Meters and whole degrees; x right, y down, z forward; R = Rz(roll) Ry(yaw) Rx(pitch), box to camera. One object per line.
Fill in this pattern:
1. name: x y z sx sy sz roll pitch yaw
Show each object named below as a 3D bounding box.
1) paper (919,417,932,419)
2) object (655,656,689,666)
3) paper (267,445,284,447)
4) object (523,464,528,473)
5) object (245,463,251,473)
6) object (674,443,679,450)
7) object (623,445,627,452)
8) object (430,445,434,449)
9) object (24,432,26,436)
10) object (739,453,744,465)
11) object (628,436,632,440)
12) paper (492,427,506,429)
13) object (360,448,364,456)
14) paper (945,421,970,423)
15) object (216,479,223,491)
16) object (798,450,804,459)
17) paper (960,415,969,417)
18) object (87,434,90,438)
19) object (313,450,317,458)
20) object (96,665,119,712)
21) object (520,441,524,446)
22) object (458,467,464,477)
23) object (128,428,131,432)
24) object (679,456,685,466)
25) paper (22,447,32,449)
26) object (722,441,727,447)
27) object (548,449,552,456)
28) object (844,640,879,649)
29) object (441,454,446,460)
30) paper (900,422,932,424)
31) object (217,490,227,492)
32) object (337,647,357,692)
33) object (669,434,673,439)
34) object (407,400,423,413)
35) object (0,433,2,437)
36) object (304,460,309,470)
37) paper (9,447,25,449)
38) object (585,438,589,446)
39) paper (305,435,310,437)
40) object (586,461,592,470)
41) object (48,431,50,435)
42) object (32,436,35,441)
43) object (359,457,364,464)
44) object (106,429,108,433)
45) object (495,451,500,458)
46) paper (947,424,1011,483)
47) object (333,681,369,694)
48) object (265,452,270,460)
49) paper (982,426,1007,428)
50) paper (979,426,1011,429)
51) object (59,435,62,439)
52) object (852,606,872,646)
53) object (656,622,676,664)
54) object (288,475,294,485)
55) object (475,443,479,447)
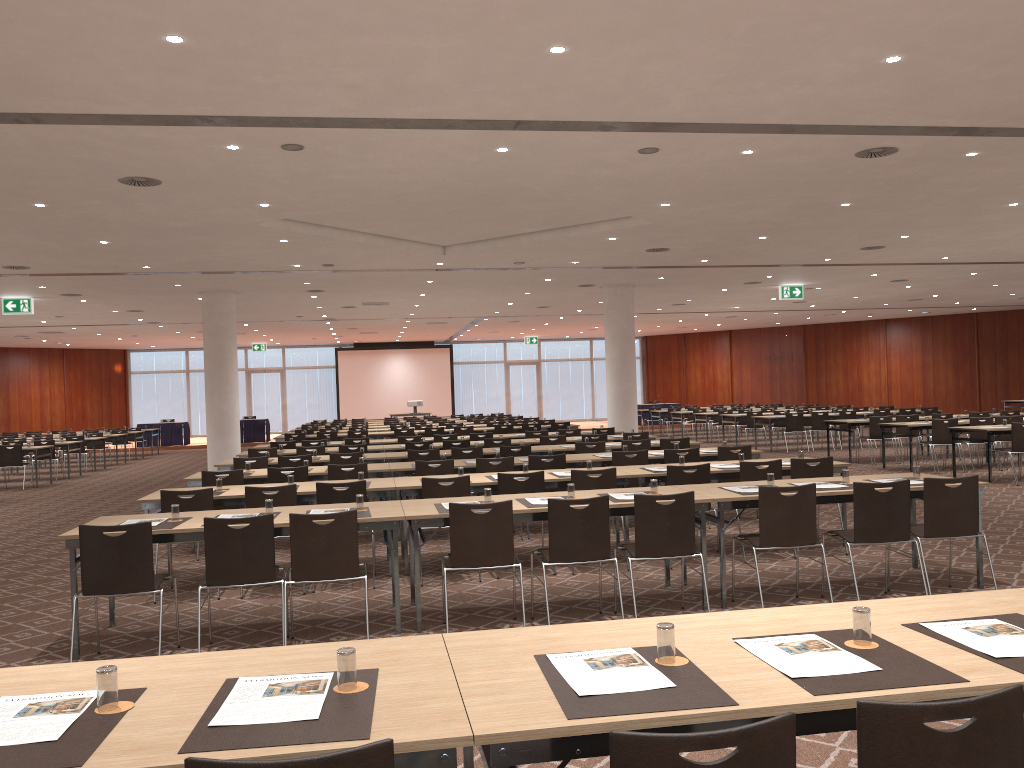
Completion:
1. paper: 8.312 0.691 18.148 0.460 0.003 0.565 -2 0 -9
2. object: 0.492 0.852 2.727 0.102 0.001 0.102 -2 -1 -43
3. paper: -4.167 1.111 16.082 0.460 0.003 0.565 -2 0 -8
4. object: 0.135 0.850 8.810 0.054 0.114 0.054 -2 0 -21
5. object: -3.070 0.973 10.312 0.054 0.114 0.054 -2 0 24
6. object: 2.065 0.800 11.141 0.054 0.114 0.054 -2 0 -43
7. object: 1.410 0.822 11.039 0.054 0.114 0.054 -2 0 2
8. object: -1.145 0.922 12.647 0.054 0.114 0.054 -2 0 -21
9. object: -14.382 1.481 26.185 0.054 0.114 0.054 -2 0 -43
10. object: 2.374 0.775 9.175 0.054 0.114 0.054 -2 0 24
11. object: 1.745 0.825 13.108 0.054 0.114 0.054 -2 0 -43
12. paper: -0.236 1.005 20.298 0.460 0.003 0.565 -2 0 -9
13. object: -2.108 0.955 12.484 0.054 0.114 0.054 -2 0 -43
14. paper: 8.014 0.687 16.059 0.460 0.003 0.565 -2 0 -8
15. object: -2.746 0.947 8.322 0.054 0.114 0.054 -2 0 -21
16. object: 3.024 0.753 9.276 0.054 0.114 0.054 -2 0 -21
17. paper: 9.311 0.658 18.298 0.460 0.003 0.565 -2 0 -12
18. object: -10.845 1.332 22.710 0.054 0.114 0.054 -2 0 -21
19. object: -2.753 0.976 12.387 0.054 0.114 0.054 -2 0 -21
20. object: -1.130 0.849 2.476 0.054 0.114 0.054 -2 0 -43
21. object: 0.140 0.879 12.846 0.054 0.114 0.054 -2 0 24
22. object: -0.500 0.871 8.687 0.054 0.114 0.054 -2 0 -21
23. object: -11.498 1.383 26.658 0.054 0.114 0.054 -2 0 -21
24. object: 1.737 0.796 9.064 0.054 0.114 0.054 -2 0 24
25. paper: -10.356 1.345 18.639 0.460 0.003 0.565 -2 0 -8
26. object: 2.697 0.778 11.253 0.054 0.114 0.054 -2 0 -43
27. object: 0.468 0.853 10.872 0.054 0.114 0.054 -2 0 24
28. object: 1.115 0.831 2.828 0.102 0.001 0.102 -2 -1 -43
29. object: -0.821 0.897 10.660 0.054 0.114 0.054 -2 0 24
30. paper: 7.363 0.709 15.946 0.460 0.003 0.565 -2 0 -11
31. object: -2.726 1.004 8.327 0.102 0.001 0.102 -2 0 -21
32. object: -0.479 0.827 2.573 0.054 0.114 0.054 -2 0 -43
33. object: 2.376 0.804 13.222 0.054 0.114 0.054 -2 0 -21
34. object: -3.627 0.858 33.188 0.576 0.472 0.614 -2 0 -9
35. object: -15.021 1.502 26.086 0.054 0.114 0.054 -2 0 -43
36. object: -2.417 0.951 10.411 0.054 0.114 0.054 -2 0 -43
37. paper: -10.428 1.344 18.684 0.283 0.006 0.398 -2 0 -12
38. object: 1.098 0.847 13.016 0.054 0.114 0.054 -2 0 -43
39. paper: -4.711 1.155 19.541 0.460 0.003 0.565 -2 0 -10
40. object: 0.777 0.829 8.911 0.054 0.114 0.054 -2 0 -21
41. object: -13.741 1.459 26.298 0.054 0.114 0.054 -2 0 -43
42. object: -12.142 1.376 22.499 0.054 0.114 0.054 -2 0 -21
43. object: -1.782 0.929 10.512 0.054 0.114 0.054 -2 0 -43
44. object: -12.138 1.405 26.552 0.054 0.114 0.054 -2 0 -21
45. object: -0.172 0.875 10.772 0.054 0.114 0.054 -2 0 24
46. paper: 8.329 1.081 14.232 2.267 0.833 0.953 -2 0 -9
47. object: -0.469 0.884 2.583 0.102 0.001 0.102 -2 -1 -43
48. object: -3.389 0.998 12.284 0.054 0.114 0.054 -2 0 -21
49. paper: 7.617 0.682 14.023 0.283 0.006 0.398 -2 0 -12
50. paper: 7.713 0.682 13.966 0.460 0.003 0.565 -2 0 -10
51. object: -11.502 1.354 22.597 0.054 0.114 0.054 -2 0 -21
52. object: 1.119 0.773 2.834 0.054 0.114 0.054 -2 0 -43
53. object: 0.473 0.795 2.724 0.054 0.114 0.054 -2 0 -43
54. object: -2.105 0.926 8.441 0.054 0.114 0.054 -2 0 2
55. object: -0.507 0.901 12.744 0.054 0.114 0.054 -2 0 -21
